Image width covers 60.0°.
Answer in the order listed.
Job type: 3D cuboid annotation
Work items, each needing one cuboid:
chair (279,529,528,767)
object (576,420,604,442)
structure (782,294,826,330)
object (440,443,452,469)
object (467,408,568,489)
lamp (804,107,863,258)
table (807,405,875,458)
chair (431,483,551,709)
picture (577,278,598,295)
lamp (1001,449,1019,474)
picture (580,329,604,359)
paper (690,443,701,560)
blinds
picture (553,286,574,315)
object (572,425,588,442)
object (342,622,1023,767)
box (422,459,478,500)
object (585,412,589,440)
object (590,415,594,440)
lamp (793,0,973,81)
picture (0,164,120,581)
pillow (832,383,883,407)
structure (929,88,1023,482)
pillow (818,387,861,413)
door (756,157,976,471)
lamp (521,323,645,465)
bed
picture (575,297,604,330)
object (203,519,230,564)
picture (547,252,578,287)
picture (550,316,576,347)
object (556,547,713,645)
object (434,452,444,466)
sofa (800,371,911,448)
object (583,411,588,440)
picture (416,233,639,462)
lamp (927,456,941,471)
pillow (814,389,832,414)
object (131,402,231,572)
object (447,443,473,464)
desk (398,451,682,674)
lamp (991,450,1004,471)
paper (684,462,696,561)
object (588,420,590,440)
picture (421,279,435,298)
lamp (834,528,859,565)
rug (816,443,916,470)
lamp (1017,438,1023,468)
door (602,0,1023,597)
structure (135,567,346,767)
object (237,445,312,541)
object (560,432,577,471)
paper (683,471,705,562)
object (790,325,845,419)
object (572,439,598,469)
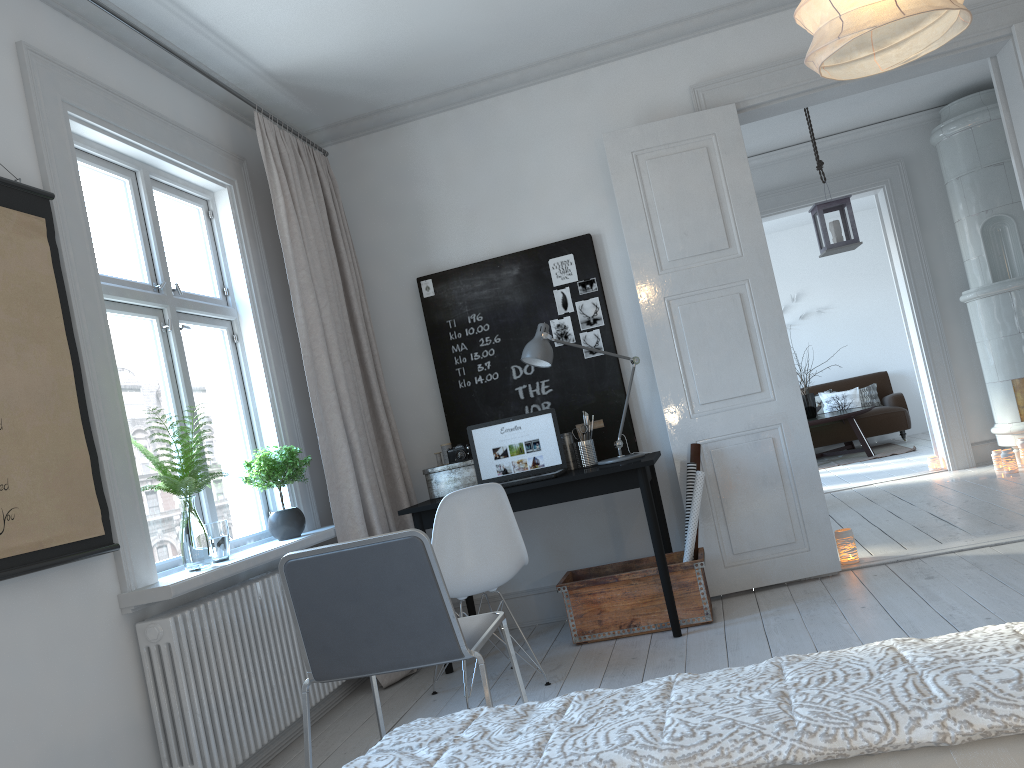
[{"bbox_3d":[-0.286,0.800,2.527,0.562,0.797,0.525,-13,-3,12],"label":"chair"},{"bbox_3d":[0.403,0.289,4.354,0.138,0.208,0.034,-12,-3,-8],"label":"object"},{"bbox_3d":[3.378,-0.853,11.057,1.026,0.478,0.085,-13,-3,12],"label":"structure"},{"bbox_3d":[-0.332,0.364,4.415,0.056,0.130,0.167,-13,-3,10],"label":"object"},{"bbox_3d":[-0.010,0.311,4.107,0.446,0.315,0.325,-13,-3,12],"label":"object"},{"bbox_3d":[1.925,-1.714,5.729,0.228,1.760,0.228,-12,-3,8],"label":"lamp"},{"bbox_3d":[3.370,0.620,9.781,1.300,0.503,1.301,-12,-3,2],"label":"table"},{"bbox_3d":[-0.162,0.824,3.574,0.474,0.823,0.555,-11,-3,-23],"label":"chair"},{"bbox_3d":[0.384,-0.500,4.514,0.095,0.071,0.001,-13,-3,12],"label":"picture"},{"bbox_3d":[3.499,0.543,6.239,0.089,0.166,0.089,-13,-3,13],"label":"lamp"},{"bbox_3d":[0.407,-0.207,4.508,0.103,0.136,0.001,-13,-3,12],"label":"picture"},{"bbox_3d":[0.854,0.665,4.174,0.297,0.746,0.048,-10,-3,-33],"label":"paper"},{"bbox_3d":[-0.725,0.054,4.283,0.225,2.645,0.831,-13,-3,12],"label":"blinds"},{"bbox_3d":[0.265,-0.425,4.539,0.084,0.145,0.002,-13,-3,12],"label":"picture"},{"bbox_3d":[0.341,0.304,4.324,0.081,0.198,0.050,-14,-3,37],"label":"object"},{"bbox_3d":[0.490,0.377,1.095,1.461,0.104,0.405,-13,-3,12],"label":"object"},{"bbox_3d":[-0.270,0.468,4.427,0.317,0.152,0.193,-13,-3,12],"label":"box"},{"bbox_3d":[0.370,0.266,4.322,0.062,0.264,0.012,-10,-3,-36],"label":"object"},{"bbox_3d":[0.383,0.275,4.304,0.084,0.240,0.009,-12,-3,-11],"label":"object"},{"bbox_3d":[0.659,-1.291,1.866,0.339,1.230,0.340,-14,-3,43],"label":"lamp"},{"bbox_3d":[-1.437,-0.133,2.372,0.057,1.312,0.793,-13,-3,12],"label":"picture"},{"bbox_3d":[4.100,0.179,10.538,0.542,0.287,0.183,-13,-3,13],"label":"pillow"},{"bbox_3d":[3.598,-0.735,6.527,1.246,2.825,0.802,-10,-3,-33],"label":"structure"},{"bbox_3d":[3.882,0.208,10.470,0.471,0.309,0.188,-13,-3,12],"label":"pillow"},{"bbox_3d":[2.599,-0.392,7.296,2.601,2.503,0.577,-13,-3,12],"label":"door"},{"bbox_3d":[0.365,0.035,4.239,0.616,0.715,0.230,-11,-3,-17],"label":"lamp"},{"bbox_3d":[0.314,0.402,0.271,1.890,1.046,2.176,-13,-3,12],"label":"bed"},{"bbox_3d":[0.395,-0.360,4.510,0.121,0.152,0.002,-13,-3,12],"label":"picture"},{"bbox_3d":[-1.076,0.577,3.234,0.097,0.146,0.097,-13,-3,17],"label":"object"},{"bbox_3d":[0.263,-0.588,4.538,0.148,0.154,0.004,-13,-3,12],"label":"picture"},{"bbox_3d":[0.260,-0.268,4.539,0.107,0.150,0.001,-13,-3,12],"label":"picture"},{"bbox_3d":[0.578,0.974,4.070,0.665,0.282,0.339,-13,-3,12],"label":"object"},{"bbox_3d":[-0.369,0.381,4.491,0.040,0.069,0.040,-12,-3,0],"label":"object"},{"bbox_3d":[3.505,0.463,10.559,2.167,0.824,0.969,-13,-3,12],"label":"sofa"},{"bbox_3d":[0.365,0.264,4.322,0.008,0.267,0.060,-13,-3,28],"label":"object"},{"bbox_3d":[0.071,-0.095,4.611,0.953,1.171,0.064,-13,-3,12],"label":"picture"},{"bbox_3d":[3.398,0.641,7.140,0.094,0.110,0.093,-14,-3,29],"label":"lamp"},{"bbox_3d":[3.620,0.282,10.604,0.473,0.347,0.158,-13,-3,10],"label":"pillow"},{"bbox_3d":[-1.153,0.368,3.062,0.304,0.564,0.415,-9,-4,-44],"label":"object"},{"bbox_3d":[-0.256,0.337,4.330,0.137,0.087,0.073,-13,-3,12],"label":"object"},{"bbox_3d":[0.188,0.820,4.153,1.160,0.758,0.651,-13,-3,12],"label":"desk"},{"bbox_3d":[3.551,0.556,6.465,0.084,0.146,0.084,-13,-3,16],"label":"lamp"},{"bbox_3d":[0.823,0.711,4.109,0.266,0.668,0.043,-10,-3,-33],"label":"paper"},{"bbox_3d":[0.376,0.287,4.311,0.009,0.221,0.082,-14,-3,41],"label":"object"},{"bbox_3d":[-0.446,-0.506,4.692,0.061,0.088,0.004,-12,-2,9],"label":"picture"},{"bbox_3d":[1.670,0.811,4.426,0.089,0.166,0.089,-12,-3,4],"label":"lamp"},{"bbox_3d":[3.423,0.839,9.797,1.711,0.055,1.456,-13,-4,12],"label":"rug"},{"bbox_3d":[3.674,0.490,6.338,0.098,0.210,0.098,-13,-3,16],"label":"lamp"},{"bbox_3d":[1.968,-0.441,4.347,2.601,2.503,0.577,-13,-3,12],"label":"door"},{"bbox_3d":[-0.939,1.015,3.423,0.195,0.546,1.506,-13,-3,12],"label":"structure"},{"bbox_3d":[-0.991,0.458,3.764,0.309,0.406,0.272,-11,-3,-28],"label":"object"},{"bbox_3d":[0.281,0.337,4.399,0.079,0.188,0.079,-12,-3,-9],"label":"object"},{"bbox_3d":[0.814,0.727,4.050,0.283,0.626,0.041,-12,-3,-10],"label":"paper"},{"bbox_3d":[3.297,-0.167,9.731,0.845,1.065,0.526,-11,-3,-17],"label":"object"},{"bbox_3d":[0.357,0.340,4.309,0.108,0.128,0.108,-14,-3,27],"label":"object"}]
